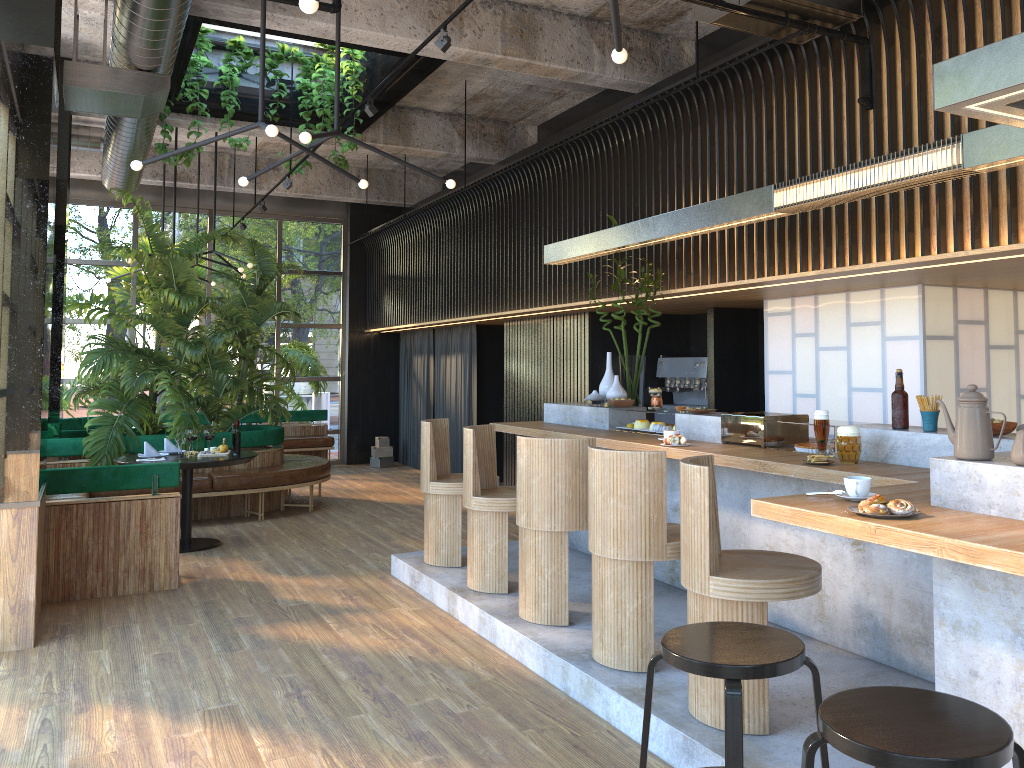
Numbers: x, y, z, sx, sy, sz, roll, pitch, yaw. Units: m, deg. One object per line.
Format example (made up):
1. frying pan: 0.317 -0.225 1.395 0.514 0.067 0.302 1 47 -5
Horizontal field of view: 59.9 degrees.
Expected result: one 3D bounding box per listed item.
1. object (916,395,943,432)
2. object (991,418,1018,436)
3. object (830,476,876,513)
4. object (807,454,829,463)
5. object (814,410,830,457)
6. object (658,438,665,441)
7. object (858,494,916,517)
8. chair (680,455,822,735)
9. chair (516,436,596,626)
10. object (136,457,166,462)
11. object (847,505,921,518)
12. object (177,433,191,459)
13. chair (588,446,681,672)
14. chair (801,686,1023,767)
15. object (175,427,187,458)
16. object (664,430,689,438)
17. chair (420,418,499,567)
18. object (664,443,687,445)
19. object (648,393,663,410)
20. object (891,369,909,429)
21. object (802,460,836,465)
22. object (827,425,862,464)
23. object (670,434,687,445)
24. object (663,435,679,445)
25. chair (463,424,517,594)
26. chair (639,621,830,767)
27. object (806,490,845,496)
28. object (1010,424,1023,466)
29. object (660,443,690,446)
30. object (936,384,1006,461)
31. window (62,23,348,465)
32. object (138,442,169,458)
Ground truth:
1. object: 1.852 0.128 3.939 0.107 0.162 0.103 0 -2 8
2. object: 1.966 0.176 3.719 0.197 0.073 0.222 0 1 -7
3. object: 1.096 0.350 2.797 0.180 0.073 0.420 0 1 10
4. object: 1.383 0.339 4.005 0.096 0.041 0.142 0 1 8
5. object: 1.484 0.239 4.252 0.074 0.233 0.075 0 -3 6
6. object: 0.933 0.328 5.184 0.167 0.020 0.153 -1 1 -30
7. object: 1.120 0.363 2.655 0.159 0.053 0.157 0 1 18
8. chair: 0.939 0.790 3.498 0.531 0.972 0.562 -1 -2 20
9. chair: 0.297 0.765 4.879 0.552 0.972 0.541 0 -2 -3
10. object: -2.876 0.604 7.134 0.265 0.019 0.151 -1 1 -27
11. object: 1.113 0.382 2.658 0.203 0.013 0.208 0 1 9
12. object: -2.673 0.506 7.235 0.104 0.210 0.106 0 -2 8
13. chair: 0.632 0.778 4.171 0.529 0.972 0.564 -1 -2 23
14. chair: 0.903 1.103 1.983 0.538 0.698 0.490 1 -2 -36
15. object: -2.750 0.484 7.378 0.097 0.246 0.088 3 -4 -44
16. object: 0.953 0.299 5.195 0.106 0.064 0.138 0 0 43
17. chair: -0.364 0.740 6.223 0.563 0.972 0.530 1 -2 -17
18. object: 0.915 0.337 4.963 0.120 0.005 0.122 0 1 12
19. object: 0.961 0.117 5.967 0.088 0.107 0.158 -1 0 20
20. object: 1.786 0.068 4.089 0.074 0.277 0.075 0 -3 9
21. object: 1.382 0.354 4.001 0.143 0.013 0.156 1 1 34
22. object: 1.519 0.273 4.030 0.116 0.172 0.131 1 -2 -33
23. object: 0.926 0.310 4.979 0.126 0.060 0.072 0 -1 32
24. object: 0.885 0.311 4.940 0.063 0.059 0.071 1 -1 -36
25. chair: -0.029 0.753 5.521 0.522 0.972 0.571 -2 -3 38
26. chair: 0.634 1.093 2.544 0.536 0.698 0.491 1 -2 -31
27. object: 1.057 0.368 2.992 0.129 0.027 0.030 1 0 40
28. object: 1.500 0.178 2.597 0.103 0.120 0.084 0 -2 -18
29. object: 0.914 0.340 4.967 0.171 0.005 0.162 -1 1 -15
30. object: 1.436 0.118 2.783 0.206 0.235 0.123 -1 -3 31
31. window: -0.355 -1.834 4.096 4.312 6.510 19.514 1 0 -25
32. object: -2.972 0.544 7.365 0.244 0.139 0.221 0 0 -43
